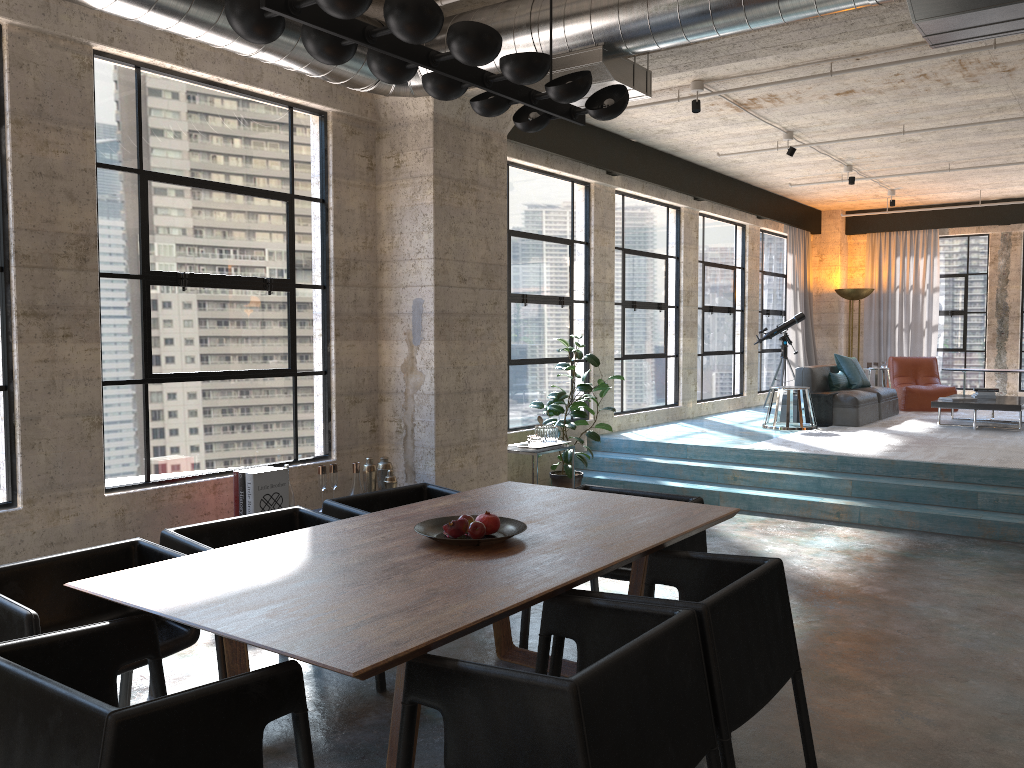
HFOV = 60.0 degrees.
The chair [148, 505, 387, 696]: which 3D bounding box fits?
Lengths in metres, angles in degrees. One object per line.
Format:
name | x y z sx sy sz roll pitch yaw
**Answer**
chair | -1.052 0.964 3.807 0.754 0.738 0.707 3 4 41

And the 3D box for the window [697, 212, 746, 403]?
window | 2.917 -1.044 12.446 0.081 2.530 1.780 2 4 36

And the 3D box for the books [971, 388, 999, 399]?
books | 5.711 0.108 10.684 0.279 0.116 0.322 1 3 21

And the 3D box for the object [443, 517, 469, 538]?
object | -0.210 0.549 3.396 0.110 0.082 0.088 -1 3 -14

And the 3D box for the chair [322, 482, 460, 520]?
chair | -0.519 0.927 4.464 0.754 0.738 0.707 3 4 41

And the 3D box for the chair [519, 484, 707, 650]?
chair | 0.532 0.927 4.431 0.707 0.738 0.754 2 4 36

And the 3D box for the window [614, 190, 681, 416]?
window | 1.609 -0.941 10.625 0.081 2.530 1.780 2 4 36

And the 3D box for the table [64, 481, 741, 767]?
table | -0.192 0.974 3.430 1.299 0.756 2.410 2 4 36

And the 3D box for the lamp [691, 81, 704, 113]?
lamp | 1.562 -2.411 7.464 0.107 0.236 0.145 1 3 19

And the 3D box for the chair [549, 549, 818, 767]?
chair | 0.584 1.003 3.078 0.754 0.738 0.707 2 4 36

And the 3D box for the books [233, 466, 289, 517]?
books | -1.552 0.709 5.480 0.191 0.362 0.277 2 4 36

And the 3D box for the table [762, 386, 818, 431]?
table | 3.214 0.271 10.255 0.620 0.472 0.620 2 4 38

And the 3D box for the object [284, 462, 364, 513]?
object | -1.252 0.682 5.917 0.703 0.365 0.199 -3 4 -43

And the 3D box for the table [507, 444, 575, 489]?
table | 0.199 0.829 7.740 0.450 0.563 0.600 2 4 36

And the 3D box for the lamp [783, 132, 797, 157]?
lamp | 2.919 -2.508 9.319 0.144 0.252 0.107 1 3 20

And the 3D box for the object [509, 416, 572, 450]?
object | 0.251 0.421 7.734 0.327 0.253 0.546 2 4 36

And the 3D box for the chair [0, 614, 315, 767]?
chair | -0.991 1.048 2.297 0.707 0.738 0.754 2 4 36

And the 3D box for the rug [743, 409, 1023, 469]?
rug | 5.672 0.468 10.806 2.954 0.032 7.768 2 4 36

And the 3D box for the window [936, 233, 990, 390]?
window | 6.962 -1.182 14.833 1.780 2.530 0.081 2 4 36

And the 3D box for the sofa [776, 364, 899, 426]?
sofa | 4.233 0.096 11.438 1.019 0.680 2.063 2 4 36

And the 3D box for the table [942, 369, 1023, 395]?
table | 7.619 0.056 13.473 2.004 0.530 0.715 2 4 34

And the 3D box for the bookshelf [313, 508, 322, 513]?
bookshelf | -1.202 1.036 5.977 0.350 0.347 1.600 2 4 36

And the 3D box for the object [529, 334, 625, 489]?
object | 0.564 0.316 8.227 0.886 1.552 0.514 1 3 23

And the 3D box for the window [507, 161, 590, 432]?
window | 0.301 -0.837 8.804 0.081 2.530 1.780 2 4 36

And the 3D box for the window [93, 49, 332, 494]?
window | -1.871 -0.666 5.781 0.081 2.530 1.780 2 4 36

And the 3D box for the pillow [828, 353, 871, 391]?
pillow | 4.324 -0.163 11.520 1.042 0.466 0.349 -3 4 -44

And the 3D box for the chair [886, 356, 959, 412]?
chair | 5.881 -0.009 12.773 0.801 0.759 0.920 0 3 6

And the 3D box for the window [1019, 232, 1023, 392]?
window | 8.786 -1.111 13.527 1.780 2.530 0.081 2 4 36

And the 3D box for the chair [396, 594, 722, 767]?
chair | 0.150 1.036 2.488 0.754 0.738 0.707 2 4 36

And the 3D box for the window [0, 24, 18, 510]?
window | -4.964 -0.422 1.477 0.081 2.530 7.902 2 4 36

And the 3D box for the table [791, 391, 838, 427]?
table | 3.621 0.297 10.605 0.420 0.390 0.413 2 4 36

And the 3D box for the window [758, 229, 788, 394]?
window | 4.226 -1.147 14.266 0.081 2.530 1.780 2 4 36

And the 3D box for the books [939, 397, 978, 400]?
books | 5.226 0.167 10.377 0.318 0.011 0.252 0 3 -5

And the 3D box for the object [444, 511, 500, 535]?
object | -0.154 0.542 3.442 0.219 0.097 0.100 -1 3 -11

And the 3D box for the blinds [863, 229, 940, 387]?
blinds | 6.437 -1.229 14.767 1.187 2.986 0.404 2 4 37

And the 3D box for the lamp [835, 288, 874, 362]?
lamp | 5.619 -0.645 14.603 0.619 1.822 0.619 2 4 36

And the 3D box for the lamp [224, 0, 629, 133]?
lamp | -0.201 -1.773 3.289 0.583 1.327 1.813 2 4 36

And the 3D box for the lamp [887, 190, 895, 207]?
lamp | 5.605 -2.736 13.078 0.143 0.223 0.107 -2 4 -31

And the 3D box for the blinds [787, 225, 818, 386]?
blinds | 4.831 -1.223 14.560 0.384 2.985 1.131 2 4 36

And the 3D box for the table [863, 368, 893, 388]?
table | 5.111 0.080 12.452 0.549 0.603 0.549 1 3 15

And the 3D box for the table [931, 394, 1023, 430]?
table | 5.595 0.333 10.498 0.900 0.309 1.500 2 4 36

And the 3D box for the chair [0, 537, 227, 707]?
chair | -1.498 1.001 3.153 0.754 0.738 0.707 2 4 36

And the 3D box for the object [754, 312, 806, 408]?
object | 3.840 -0.327 12.691 0.617 1.406 0.595 2 4 37

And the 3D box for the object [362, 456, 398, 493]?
object | -0.875 0.673 6.365 0.415 0.333 0.248 -1 3 -18

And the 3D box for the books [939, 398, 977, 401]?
books | 5.218 0.178 10.382 0.318 0.011 0.252 -1 3 -10

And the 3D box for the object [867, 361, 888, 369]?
object | 5.107 -0.266 12.384 0.287 0.096 0.206 -1 3 -14

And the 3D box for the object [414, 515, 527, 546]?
object | -0.159 0.556 3.419 0.435 0.079 0.435 -1 3 -18

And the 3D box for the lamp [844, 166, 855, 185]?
lamp | 4.253 -2.629 11.187 0.143 0.223 0.107 -1 3 -21
